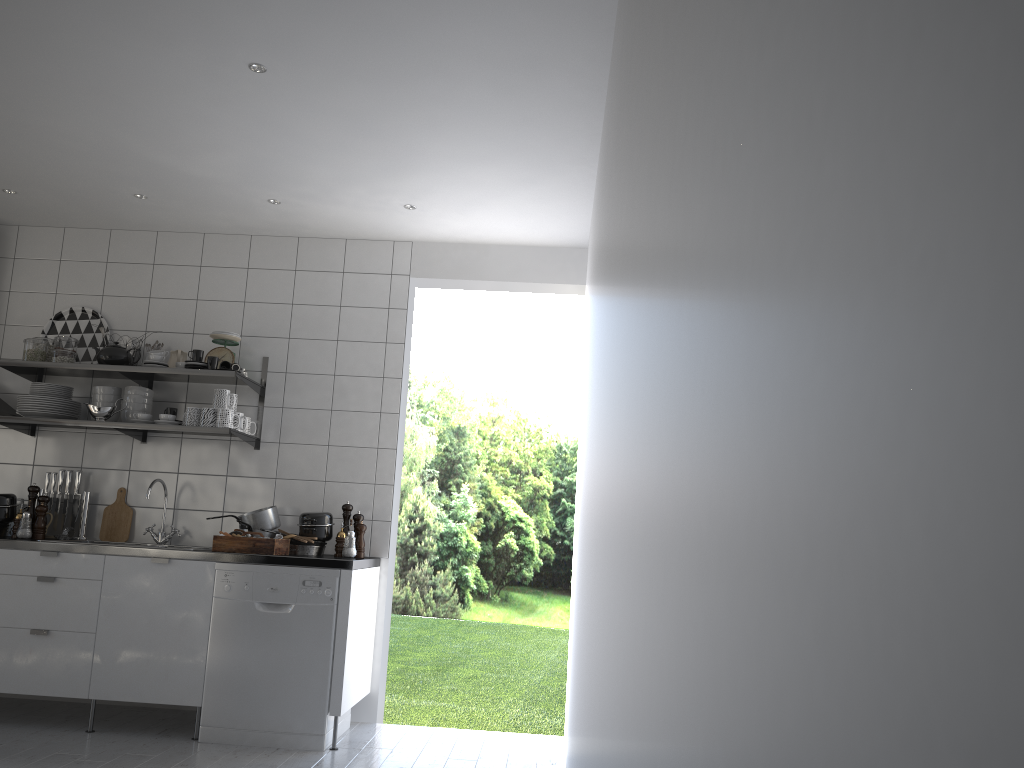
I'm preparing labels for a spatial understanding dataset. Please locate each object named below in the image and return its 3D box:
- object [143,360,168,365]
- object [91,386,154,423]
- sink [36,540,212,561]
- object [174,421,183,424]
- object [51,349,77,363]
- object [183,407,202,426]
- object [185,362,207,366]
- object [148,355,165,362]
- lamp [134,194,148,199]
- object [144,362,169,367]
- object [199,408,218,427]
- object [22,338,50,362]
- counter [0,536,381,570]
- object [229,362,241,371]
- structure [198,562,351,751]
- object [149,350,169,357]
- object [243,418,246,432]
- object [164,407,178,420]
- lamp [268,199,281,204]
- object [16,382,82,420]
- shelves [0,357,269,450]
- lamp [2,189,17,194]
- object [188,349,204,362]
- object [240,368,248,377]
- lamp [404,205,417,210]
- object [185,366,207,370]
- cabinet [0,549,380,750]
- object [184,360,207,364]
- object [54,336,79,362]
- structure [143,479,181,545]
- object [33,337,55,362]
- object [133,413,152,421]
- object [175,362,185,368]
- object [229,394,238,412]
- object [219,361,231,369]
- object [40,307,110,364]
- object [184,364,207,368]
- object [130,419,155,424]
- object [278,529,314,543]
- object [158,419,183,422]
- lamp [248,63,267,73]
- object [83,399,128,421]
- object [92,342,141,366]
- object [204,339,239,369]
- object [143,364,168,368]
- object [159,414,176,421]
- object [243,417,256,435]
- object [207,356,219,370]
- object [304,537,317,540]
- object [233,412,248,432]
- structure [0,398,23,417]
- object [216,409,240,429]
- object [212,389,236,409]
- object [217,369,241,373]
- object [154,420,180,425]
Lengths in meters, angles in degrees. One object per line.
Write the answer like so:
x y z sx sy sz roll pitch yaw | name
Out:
-1.824 -0.098 4.536 0.121 0.024 0.122 4 -10 -1 | object
-2.060 0.123 4.674 0.309 0.215 0.151 3 -9 0 | object
-1.859 0.848 4.373 0.765 0.111 0.490 3 -10 3 | sink
-1.776 0.208 4.613 0.121 0.023 0.121 8 -11 -25 | object
-2.315 -0.131 4.571 0.121 0.079 0.122 5 -10 -11 | object
-1.614 0.174 4.482 0.083 0.099 0.109 8 -10 -27 | object
-1.602 -0.089 4.511 0.121 0.023 0.122 -3 -12 34 | object
-1.821 -0.119 4.538 0.079 0.049 0.082 8 -10 -24 | object
-1.867 -0.953 4.462 0.064 0.030 0.064 4 -10 -4 | lamp
-1.821 -0.088 4.535 0.121 0.021 0.122 2 -10 7 | object
-1.513 0.176 4.461 0.108 0.099 0.083 5 -9 -8 | object
-2.470 -0.162 4.592 0.121 0.129 0.122 5 -9 -11 | object
-2.322 0.801 4.426 3.238 0.045 0.654 3 -10 3 | counter
-1.427 -0.086 4.547 0.069 0.058 0.083 6 -10 -19 | object
-1.079 1.263 4.226 0.574 0.787 0.511 3 -9 3 | structure
-1.819 -0.147 4.542 0.083 0.067 0.078 0 -10 18 | object
-1.453 0.210 4.638 0.108 0.099 0.083 -3 -11 37 | object
-1.781 0.165 4.626 0.055 0.078 0.071 10 -11 -36 | object
-1.186 -0.920 4.427 0.064 0.030 0.064 4 -10 -4 | lamp
-2.410 0.104 4.621 0.306 0.194 0.303 2 -9 7 | object
-2.621 0.004 4.669 2.540 0.509 0.429 3 -9 3 | shelves
-2.549 -0.987 4.497 0.064 0.030 0.064 4 -10 -4 | lamp
-1.609 -0.133 4.519 0.070 0.078 0.056 0 -9 23 | object
-1.422 -0.053 4.678 0.066 0.067 0.053 3 -9 4 | object
-0.503 -0.886 4.391 0.064 0.030 0.064 4 -10 -4 | lamp
-1.604 -0.071 4.508 0.121 0.021 0.122 7 -11 -19 | object
-2.347 1.211 4.363 3.237 0.791 0.666 3 -9 3 | cabinet
-1.605 -0.099 4.512 0.121 0.023 0.121 -6 -14 43 | object
-2.367 -0.159 4.690 0.121 0.170 0.122 0 -9 22 | object
-1.809 0.674 4.611 0.189 0.351 0.275 6 -9 -20 | structure
-2.516 -0.157 4.748 0.121 0.170 0.122 0 -9 22 | object
-1.866 0.178 4.486 0.079 0.047 0.083 4 -10 -4 | object
-1.704 -0.083 4.590 0.079 0.047 0.083 1 -10 15 | object
-1.476 0.104 4.616 0.083 0.099 0.109 8 -10 -27 | object
-1.464 -0.084 4.536 0.069 0.057 0.080 7 -10 -24 | object
-2.408 -0.239 4.886 0.395 0.391 0.053 3 -8 3 | object
-1.604 -0.080 4.510 0.121 0.021 0.122 2 -10 7 | object
-1.868 0.198 4.485 0.121 0.021 0.122 3 -10 1 | object
-1.081 0.757 4.415 0.059 0.060 0.335 11 -12 -38 | object
-1.778 0.198 4.617 0.121 0.023 0.122 6 -10 -16 | object
-0.901 -1.131 3.143 0.064 0.030 0.064 4 -10 -4 | lamp
-2.076 0.135 4.515 0.210 0.134 0.102 6 -9 -15 | object
-2.042 -0.147 4.570 0.200 0.141 0.178 -6 -13 44 | object
-1.538 -0.125 4.715 0.159 0.207 0.186 3 -9 3 | object
-1.821 -0.079 4.533 0.121 0.021 0.122 2 -10 7 | object
-1.735 0.180 4.455 0.079 0.047 0.083 1 -10 15 | object
-1.426 0.229 4.736 0.108 0.099 0.083 5 -9 -8 | object
-1.512 -0.099 4.480 0.055 0.076 0.070 9 -11 -33 | object
-1.066 0.775 4.448 0.065 0.021 0.337 10 -12 -33 | object
-1.413 0.200 4.566 0.108 0.099 0.083 5 -9 -11 | object
-3.087 -0.394 4.723 0.868 1.087 0.475 3 -8 3 | structure
-1.430 0.180 4.456 0.108 0.099 0.083 5 -9 -8 | object
-1.458 0.079 4.469 0.108 0.099 0.083 -3 -11 37 | object
-1.451 -0.057 4.535 0.121 0.021 0.122 2 -10 7 | object
-1.736 0.201 4.454 0.121 0.021 0.122 2 -10 7 | object
